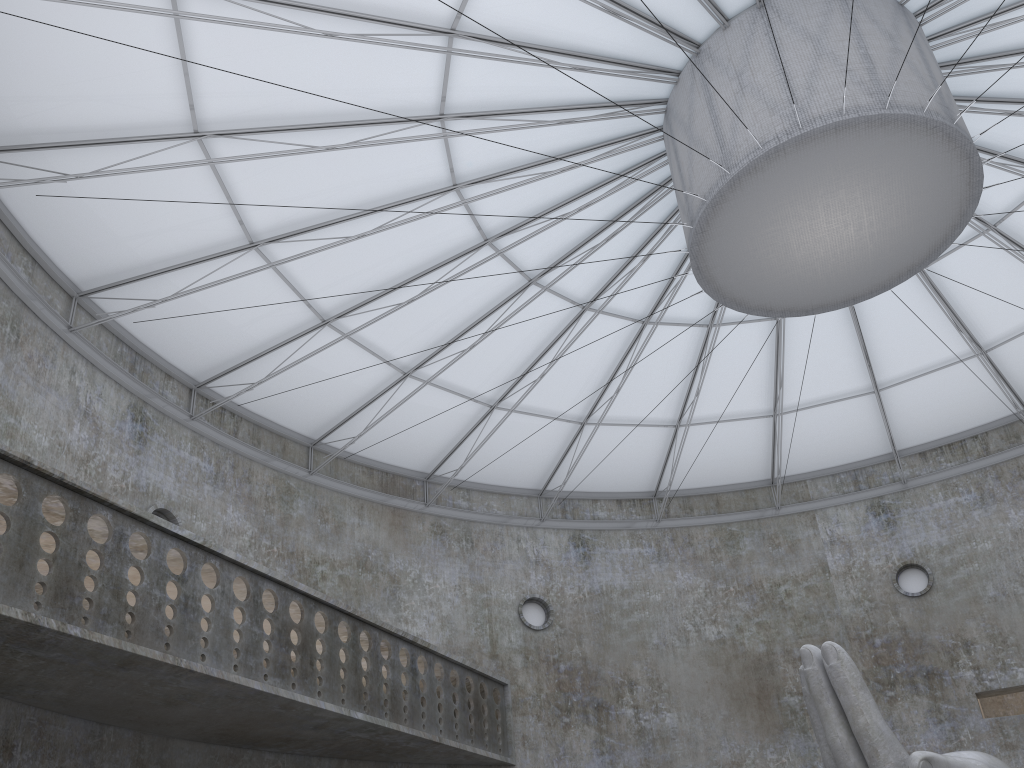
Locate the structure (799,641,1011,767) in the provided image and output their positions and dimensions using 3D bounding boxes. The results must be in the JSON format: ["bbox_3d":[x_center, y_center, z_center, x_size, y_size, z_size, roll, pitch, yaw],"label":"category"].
[{"bbox_3d":[10.659,6.252,14.179,10.735,5.566,16.011,5,-33,-16],"label":"structure"}]
